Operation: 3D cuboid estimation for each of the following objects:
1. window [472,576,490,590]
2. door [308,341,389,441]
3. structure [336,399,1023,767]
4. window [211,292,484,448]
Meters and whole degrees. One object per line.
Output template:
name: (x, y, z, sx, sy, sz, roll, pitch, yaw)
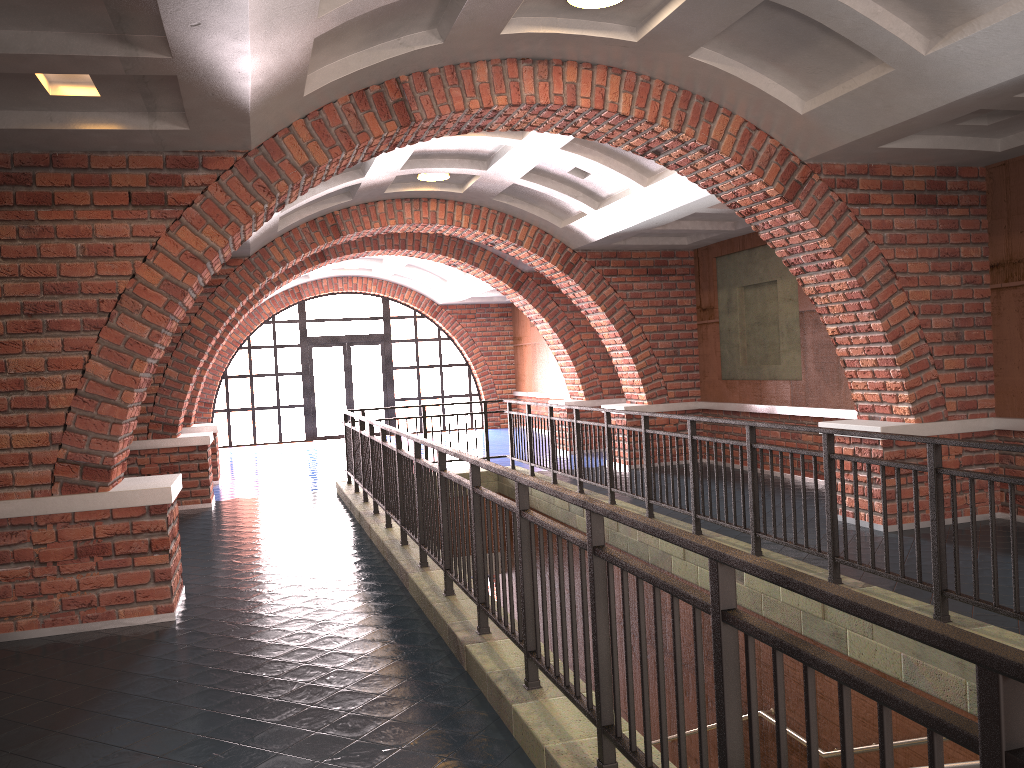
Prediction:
window: (-3.533, 3.965, 20.731, 6.353, 3.471, 0.100, -3, 1, -16)
door: (-3.789, 0.144, 20.639, 1.754, 2.236, 0.040, -3, 1, -16)
structure: (0.489, 3.139, 6.758, 2.464, 5.665, 11.177, -3, 1, -16)
window: (-3.767, -0.426, 20.636, 6.353, 3.471, 0.100, -3, 1, -16)
